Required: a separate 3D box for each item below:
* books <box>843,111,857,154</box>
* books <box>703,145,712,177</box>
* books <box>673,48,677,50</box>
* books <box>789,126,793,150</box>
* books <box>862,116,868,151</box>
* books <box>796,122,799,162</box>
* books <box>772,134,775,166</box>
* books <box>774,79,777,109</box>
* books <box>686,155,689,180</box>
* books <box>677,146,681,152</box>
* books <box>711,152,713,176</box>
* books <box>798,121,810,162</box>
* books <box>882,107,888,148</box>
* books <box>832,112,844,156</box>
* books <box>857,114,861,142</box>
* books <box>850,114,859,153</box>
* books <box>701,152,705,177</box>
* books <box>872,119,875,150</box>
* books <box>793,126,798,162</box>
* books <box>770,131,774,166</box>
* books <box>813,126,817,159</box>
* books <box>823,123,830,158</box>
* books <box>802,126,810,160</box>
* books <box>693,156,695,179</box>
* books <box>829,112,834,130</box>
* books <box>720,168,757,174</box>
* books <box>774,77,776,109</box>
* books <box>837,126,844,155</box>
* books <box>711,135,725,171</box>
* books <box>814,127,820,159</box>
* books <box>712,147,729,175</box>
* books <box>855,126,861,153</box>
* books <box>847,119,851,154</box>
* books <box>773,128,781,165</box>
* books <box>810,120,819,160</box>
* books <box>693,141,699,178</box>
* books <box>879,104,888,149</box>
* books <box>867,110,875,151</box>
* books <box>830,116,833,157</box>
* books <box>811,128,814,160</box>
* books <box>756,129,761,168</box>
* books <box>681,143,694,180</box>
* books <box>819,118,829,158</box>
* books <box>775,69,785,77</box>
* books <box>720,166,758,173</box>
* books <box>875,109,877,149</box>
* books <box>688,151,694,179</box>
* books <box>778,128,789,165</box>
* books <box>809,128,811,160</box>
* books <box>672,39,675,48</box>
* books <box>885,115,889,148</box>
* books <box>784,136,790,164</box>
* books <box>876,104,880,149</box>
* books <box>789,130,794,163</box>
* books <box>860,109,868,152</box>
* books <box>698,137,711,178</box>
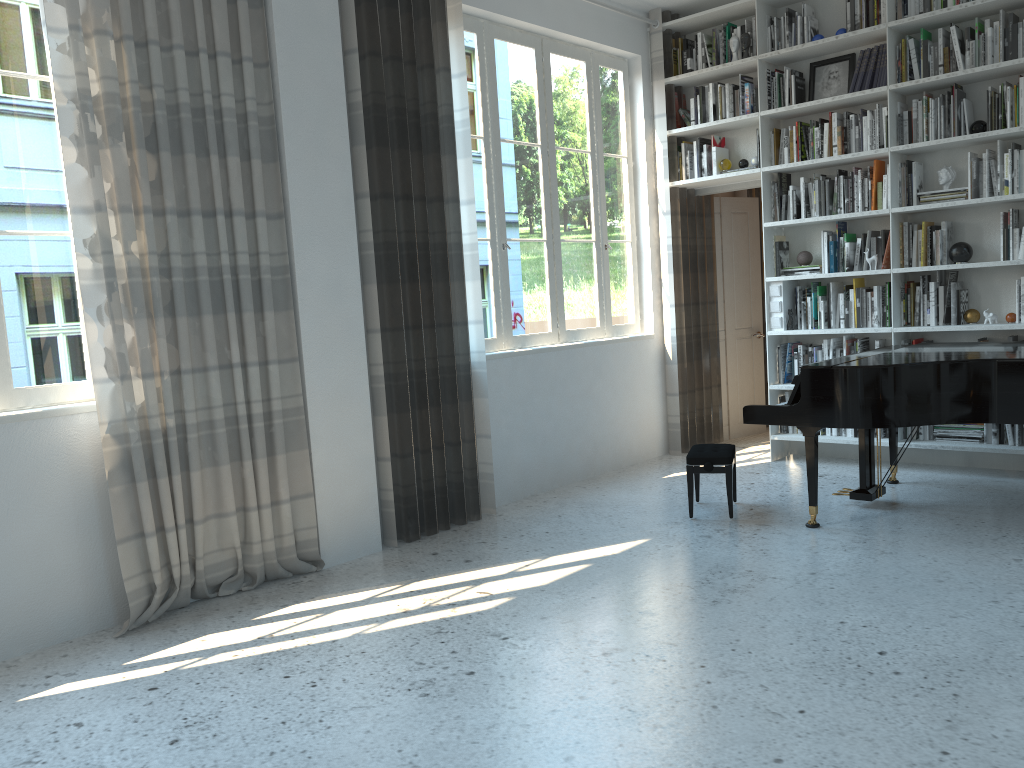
[{"bbox_3d":[2.202,-1.614,5.764,0.025,0.286,0.161,2,8,42],"label":"books"},{"bbox_3d":[1.446,-1.601,6.411,0.021,0.237,0.188,2,8,42],"label":"books"},{"bbox_3d":[1.234,-2.341,6.532,0.011,0.242,0.150,2,8,42],"label":"books"},{"bbox_3d":[1.919,-1.608,6.015,0.010,0.263,0.150,2,8,42],"label":"books"},{"bbox_3d":[2.290,-1.583,5.668,0.030,0.231,0.172,2,8,42],"label":"books"},{"bbox_3d":[1.961,-1.616,5.973,0.020,0.281,0.164,2,8,42],"label":"books"},{"bbox_3d":[1.834,-1.594,6.094,0.022,0.233,0.151,2,8,42],"label":"books"},{"bbox_3d":[1.825,-1.947,6.015,0.004,0.214,0.186,2,8,42],"label":"books"},{"bbox_3d":[1.339,-1.587,6.545,0.029,0.197,0.160,2,8,42],"label":"books"},{"bbox_3d":[1.263,-1.623,6.582,0.011,0.273,0.188,2,8,42],"label":"books"},{"bbox_3d":[1.493,-1.583,6.427,0.029,0.191,0.134,2,8,42],"label":"books"},{"bbox_3d":[1.965,-1.613,5.955,0.011,0.278,0.164,2,8,42],"label":"books"},{"bbox_3d":[2.384,-1.598,5.583,0.035,0.264,0.177,2,8,42],"label":"books"},{"bbox_3d":[2.144,-1.612,5.785,0.030,0.286,0.185,2,8,42],"label":"books"},{"bbox_3d":[2.271,-1.601,5.713,0.035,0.261,0.131,2,8,42],"label":"books"},{"bbox_3d":[2.234,-1.602,5.742,0.029,0.261,0.157,2,8,42],"label":"books"},{"bbox_3d":[1.435,-1.582,6.449,0.024,0.193,0.180,2,8,42],"label":"books"},{"bbox_3d":[2.331,-1.572,5.649,0.013,0.206,0.172,2,8,42],"label":"books"},{"bbox_3d":[1.947,-1.601,5.982,0.014,0.253,0.187,2,8,42],"label":"books"},{"bbox_3d":[1.826,-1.606,6.111,0.012,0.254,0.160,2,8,42],"label":"books"},{"bbox_3d":[2.047,-1.588,5.902,0.011,0.229,0.170,2,8,42],"label":"books"},{"bbox_3d":[2.103,-1.592,5.854,0.047,0.238,0.162,2,8,42],"label":"books"},{"bbox_3d":[1.999,-1.600,5.950,0.047,0.250,0.134,2,8,42],"label":"books"},{"bbox_3d":[1.380,-1.582,6.532,0.029,0.185,0.134,2,8,42],"label":"books"},{"bbox_3d":[2.126,-1.625,5.832,0.014,0.304,0.151,2,8,42],"label":"books"},{"bbox_3d":[1.642,-1.501,6.286,0.285,0.012,0.159,1,7,39],"label":"books"},{"bbox_3d":[1.826,-1.955,6.026,0.009,0.229,0.184,2,8,42],"label":"books"},{"bbox_3d":[2.166,-1.567,5.768,0.029,0.195,0.191,2,8,42],"label":"books"},{"bbox_3d":[1.492,-1.633,6.392,0.013,0.299,0.178,2,8,42],"label":"books"},{"bbox_3d":[2.059,-1.582,5.883,0.031,0.217,0.172,2,8,42],"label":"books"},{"bbox_3d":[1.501,-1.588,6.373,0.029,0.211,0.187,2,8,42],"label":"books"},{"bbox_3d":[2.254,-1.564,5.728,0.022,0.186,0.136,2,8,42],"label":"books"},{"bbox_3d":[2.210,-1.586,5.746,0.013,0.232,0.171,2,8,42],"label":"books"},{"bbox_3d":[1.840,-1.608,6.075,0.012,0.263,0.180,2,8,42],"label":"books"},{"bbox_3d":[2.030,-1.613,5.921,0.012,0.277,0.150,2,8,42],"label":"books"},{"bbox_3d":[1.385,-1.628,6.498,0.022,0.282,0.156,2,8,42],"label":"books"},{"bbox_3d":[2.364,-1.612,5.603,0.022,0.290,0.169,2,8,42],"label":"books"},{"bbox_3d":[2.308,-1.599,5.649,0.022,0.263,0.174,2,8,42],"label":"books"},{"bbox_3d":[2.128,-1.606,5.808,0.023,0.271,0.186,2,8,42],"label":"books"},{"bbox_3d":[2.033,-1.582,5.906,0.014,0.218,0.164,2,8,42],"label":"books"},{"bbox_3d":[1.746,-1.622,6.164,0.012,0.285,0.159,2,8,42],"label":"books"},{"bbox_3d":[1.312,-1.628,6.552,0.023,0.282,0.170,2,8,42],"label":"books"},{"bbox_3d":[2.077,-1.609,5.869,0.014,0.273,0.180,2,8,42],"label":"books"},{"bbox_3d":[1.830,-1.987,6.039,0.006,0.289,0.144,2,8,42],"label":"books"},{"bbox_3d":[1.643,-1.513,6.286,0.285,0.012,0.159,1,7,44],"label":"books"},{"bbox_3d":[2.349,-1.602,5.640,0.024,0.266,0.155,2,8,42],"label":"books"},{"bbox_3d":[1.348,-1.597,6.525,0.010,0.220,0.181,2,8,42],"label":"books"},{"bbox_3d":[1.878,-1.607,6.062,0.062,0.258,0.152,2,8,42],"label":"books"},{"bbox_3d":[2.025,-1.591,5.934,0.012,0.231,0.149,2,8,42],"label":"books"},{"bbox_3d":[1.215,-2.372,6.527,0.012,0.308,0.180,2,8,42],"label":"books"},{"bbox_3d":[2.396,-1.564,5.543,0.039,0.202,0.235,2,8,42],"label":"books"},{"bbox_3d":[1.897,-1.573,6.019,0.026,0.195,0.175,2,8,42],"label":"books"},{"bbox_3d":[2.343,-1.611,5.605,0.012,0.291,0.182,2,8,42],"label":"books"},{"bbox_3d":[1.932,-1.591,6.000,0.030,0.230,0.172,2,8,42],"label":"books"},{"bbox_3d":[2.275,-1.609,5.683,0.012,0.281,0.188,2,8,42],"label":"books"},{"bbox_3d":[1.409,-1.632,6.446,0.013,0.297,0.187,2,8,42],"label":"books"}]
